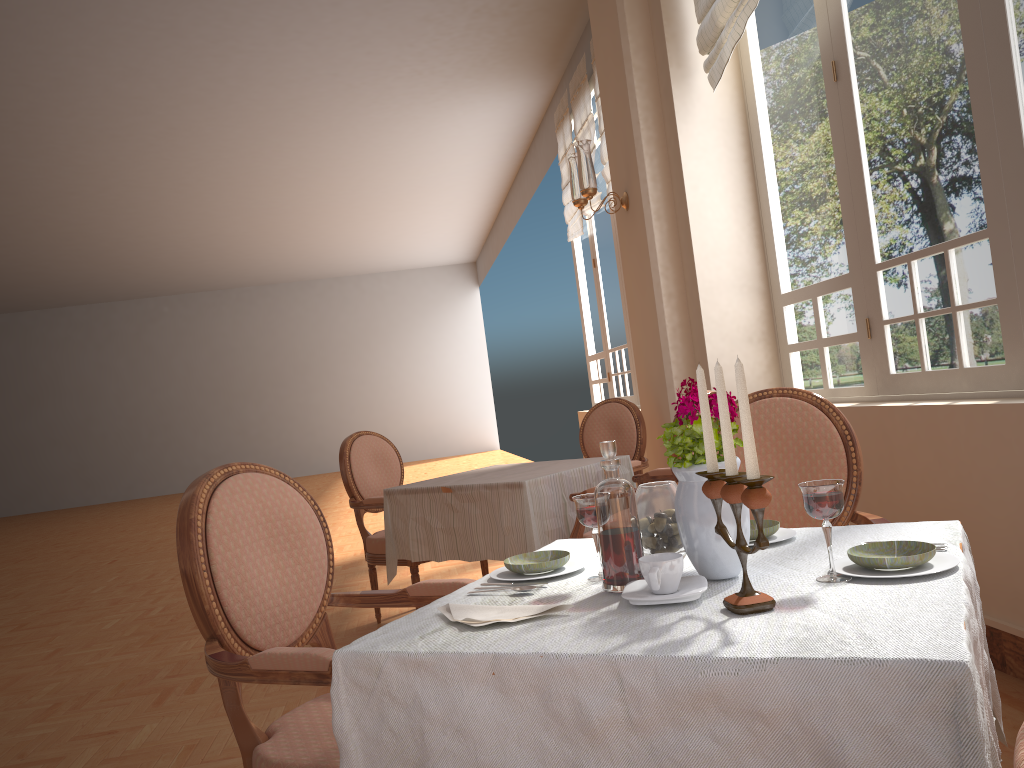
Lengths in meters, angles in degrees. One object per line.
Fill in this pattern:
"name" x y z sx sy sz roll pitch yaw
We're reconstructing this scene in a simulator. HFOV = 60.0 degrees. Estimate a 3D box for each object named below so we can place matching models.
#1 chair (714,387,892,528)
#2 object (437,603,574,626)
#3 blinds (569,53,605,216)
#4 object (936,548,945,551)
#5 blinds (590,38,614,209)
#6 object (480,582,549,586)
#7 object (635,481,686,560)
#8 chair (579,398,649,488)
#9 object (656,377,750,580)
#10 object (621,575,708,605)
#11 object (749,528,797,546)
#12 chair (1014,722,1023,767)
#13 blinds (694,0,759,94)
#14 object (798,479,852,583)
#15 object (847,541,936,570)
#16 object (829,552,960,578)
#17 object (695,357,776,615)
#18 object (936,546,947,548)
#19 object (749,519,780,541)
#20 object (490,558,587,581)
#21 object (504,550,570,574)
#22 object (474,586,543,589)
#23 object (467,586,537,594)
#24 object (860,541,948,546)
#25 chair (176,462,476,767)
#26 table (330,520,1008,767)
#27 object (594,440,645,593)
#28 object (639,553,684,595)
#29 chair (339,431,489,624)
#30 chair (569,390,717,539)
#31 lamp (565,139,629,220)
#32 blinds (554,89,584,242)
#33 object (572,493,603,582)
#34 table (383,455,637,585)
"chair" 0.601 0.482 2.001 0.521 0.931 0.592 -8 -1 26
"object" -0.035 0.326 1.256 0.234 0.012 0.094 -8 -1 31
"blinds" 0.586 -1.997 7.321 0.085 1.235 0.699 -7 -1 -7
"object" 0.584 0.252 1.339 0.127 0.004 0.013 -8 -1 30
"blinds" 0.701 -1.995 6.474 0.054 1.301 0.689 -7 -1 -7
"object" 0.005 0.329 1.461 0.127 0.004 0.013 -8 -1 27
"object" 0.244 0.230 1.441 0.093 0.138 0.093 -8 -1 21
"chair" 0.427 0.551 4.434 0.521 0.931 0.592 -8 -1 38
"object" 0.291 0.139 1.330 0.124 0.302 0.143 -7 -1 -9
"object" 0.215 0.292 1.248 0.119 0.016 0.119 -8 -1 13
"object" 0.424 0.277 1.595 0.171 0.005 0.171 -8 -1 23
"chair" 0.934 0.421 1.071 0.593 0.931 0.520 -8 -1 26
"blinds" 0.893 -2.034 3.764 0.072 1.376 0.844 -7 -1 -7
"object" 0.436 0.203 1.225 0.062 0.135 0.062 -8 -1 24
"object" 0.537 0.245 1.253 0.117 0.024 0.117 -8 -1 34
"object" 0.538 0.255 1.253 0.171 0.005 0.171 -8 -1 43
"object" 0.285 0.128 1.143 0.059 0.325 0.177 -7 -1 -8
"object" 0.597 0.251 1.356 0.125 0.002 0.016 -8 -1 30
"object" 0.423 0.266 1.595 0.117 0.024 0.117 -7 -1 -28
"object" 0.046 0.325 1.549 0.171 0.005 0.171 -8 -1 30
"object" 0.045 0.314 1.549 0.117 0.024 0.117 -7 -1 3
"object" -0.007 0.331 1.443 0.125 0.002 0.016 -8 -1 27
"object" -0.017 0.330 1.420 0.126 0.006 0.027 -8 -1 26
"object" 0.608 0.249 1.379 0.126 0.006 0.027 -8 -1 29
"chair" -0.287 0.591 1.695 0.593 0.931 0.520 -8 -1 26
"table" 0.310 0.633 1.371 0.830 0.680 0.836 -8 -1 27
"object" 0.159 0.197 1.340 0.074 0.222 0.074 -7 -1 -28
"object" 0.206 0.269 1.244 0.077 0.049 0.062 -7 -1 -35
"chair" -0.503 0.670 4.310 0.593 0.931 0.520 -8 -1 38
"chair" 0.573 0.514 3.456 0.593 0.931 0.520 -8 -1 38
"lamp" 0.454 -1.069 4.667 0.274 0.362 0.320 -7 -1 -7
"blinds" 0.508 -1.943 8.106 0.038 1.292 0.689 -7 -1 -7
"object" 0.136 0.246 1.425 0.062 0.135 0.062 -8 -1 24
"table" 0.027 0.720 3.876 0.830 0.677 0.830 -8 -1 38
